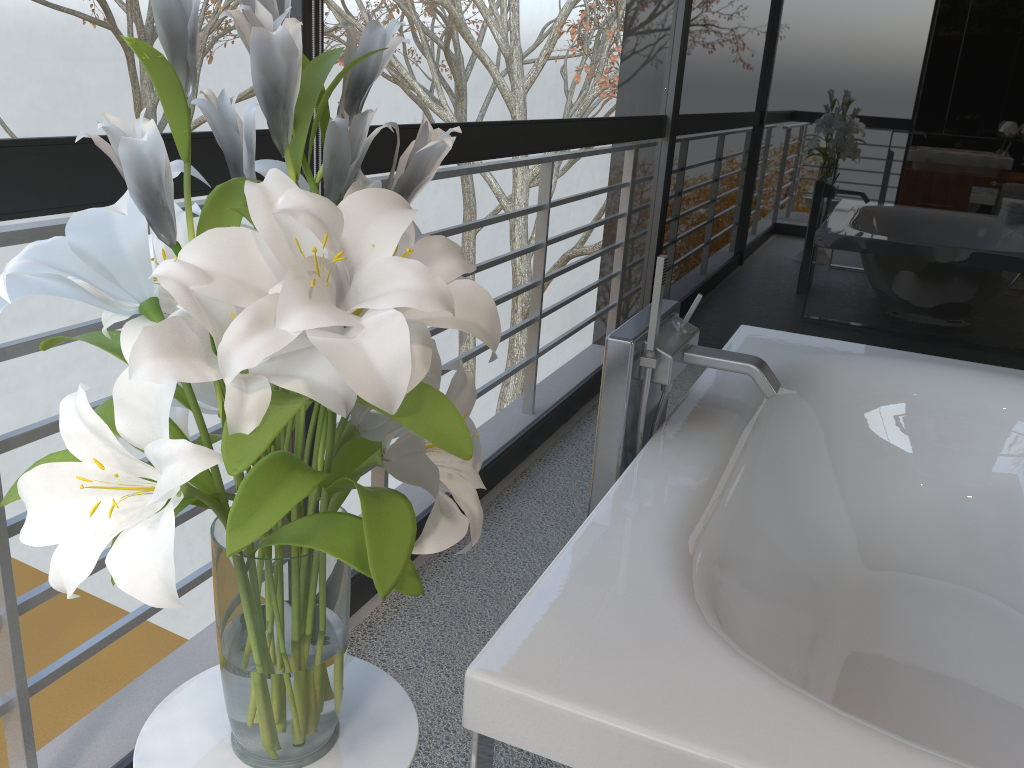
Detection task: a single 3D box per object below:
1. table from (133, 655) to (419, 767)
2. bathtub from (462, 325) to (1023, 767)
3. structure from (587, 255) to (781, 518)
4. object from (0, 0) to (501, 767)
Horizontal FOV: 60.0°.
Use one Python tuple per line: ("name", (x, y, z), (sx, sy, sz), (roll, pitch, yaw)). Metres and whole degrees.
("table", (-0.274, 0.616, 1.071), (0.307, 0.477, 0.308), (6, 19, 6))
("bathtub", (0.922, 0.442, 1.778), (1.328, 0.503, 1.963), (12, 20, 21))
("structure", (0.399, 0.141, 1.976), (0.330, 0.882, 0.403), (11, 20, 21))
("object", (-0.232, 0.020, 0.855), (0.450, 0.793, 0.461), (-11, 24, -38))
